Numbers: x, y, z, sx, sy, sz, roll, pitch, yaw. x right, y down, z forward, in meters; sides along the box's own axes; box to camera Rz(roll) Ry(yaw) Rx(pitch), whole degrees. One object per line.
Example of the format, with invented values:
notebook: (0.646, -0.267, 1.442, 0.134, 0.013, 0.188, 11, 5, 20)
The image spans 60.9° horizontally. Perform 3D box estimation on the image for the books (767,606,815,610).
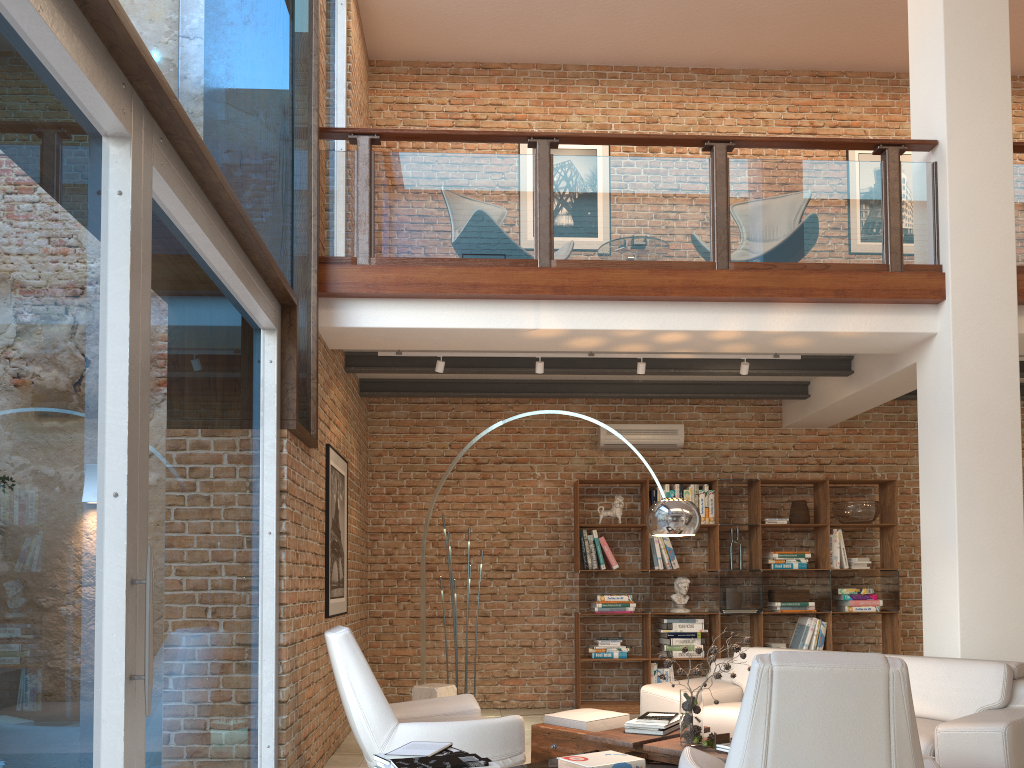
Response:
books: (2.676, 2.150, 8.376, 0.380, 0.036, 0.250, 1, -13, -7)

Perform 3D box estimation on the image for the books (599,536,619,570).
books: (0.902, 1.615, 8.313, 0.195, 0.312, 0.259, 0, -7, -3)

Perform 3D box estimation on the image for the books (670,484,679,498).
books: (1.555, 1.160, 8.335, 0.036, 0.376, 0.248, 0, -6, -3)

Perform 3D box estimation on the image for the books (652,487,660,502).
books: (1.375, 1.177, 8.345, 0.021, 0.352, 0.277, 0, -6, -3)

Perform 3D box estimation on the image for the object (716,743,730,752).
object: (1.184, 1.780, 4.248, 0.273, 0.034, 0.253, 7, -15, -30)

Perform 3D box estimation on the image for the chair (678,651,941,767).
chair: (1.083, 1.429, 3.111, 1.028, 0.996, 0.991, -2, -8, 14)

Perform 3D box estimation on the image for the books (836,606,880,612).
books: (3.322, 2.163, 8.391, 0.326, 0.054, 0.261, 0, -12, 0)

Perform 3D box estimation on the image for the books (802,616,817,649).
books: (2.801, 2.415, 8.345, 0.161, 0.365, 0.248, 0, -6, -3)

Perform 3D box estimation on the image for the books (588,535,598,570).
books: (0.754, 1.609, 8.314, 0.102, 0.327, 0.259, 0, -6, -3)

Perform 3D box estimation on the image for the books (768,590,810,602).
books: (2.651, 2.031, 8.354, 0.335, 0.116, 0.218, 0, -10, -3)

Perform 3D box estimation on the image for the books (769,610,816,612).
books: (2.690, 2.175, 8.361, 0.356, 0.020, 0.279, 1, -13, -4)

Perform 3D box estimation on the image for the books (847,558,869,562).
books: (3.326, 1.695, 8.398, 0.132, 0.033, 0.211, 2, -13, -12)

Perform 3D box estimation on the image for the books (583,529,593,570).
books: (0.703, 1.579, 8.294, 0.091, 0.377, 0.248, 0, -6, -3)

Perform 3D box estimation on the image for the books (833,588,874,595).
books: (3.285, 2.000, 8.406, 0.326, 0.054, 0.261, -2, -12, 7)

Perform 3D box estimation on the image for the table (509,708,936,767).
table: (0.682, 1.993, 4.346, 1.991, 0.420, 2.237, 11, -16, -41)

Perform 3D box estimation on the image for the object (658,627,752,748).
object: (1.050, 1.563, 4.538, 0.545, 0.595, 0.321, 4, -6, -32)

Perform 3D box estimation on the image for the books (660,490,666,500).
books: (1.415, 1.187, 8.329, 0.055, 0.323, 0.259, 0, -6, -3)

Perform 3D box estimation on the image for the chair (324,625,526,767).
chair: (-0.529, 1.823, 4.803, 0.985, 0.978, 1.047, 2, -8, -18)

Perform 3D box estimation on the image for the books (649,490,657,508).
books: (1.336, 1.191, 8.343, 0.055, 0.323, 0.259, 0, -6, -3)

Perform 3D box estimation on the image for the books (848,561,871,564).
books: (3.334, 1.722, 8.402, 0.171, 0.018, 0.242, 0, -13, 0)

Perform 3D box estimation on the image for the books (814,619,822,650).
books: (2.874, 2.430, 8.367, 0.098, 0.347, 0.277, 0, -6, -3)

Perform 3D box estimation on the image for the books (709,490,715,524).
books: (1.885, 1.195, 8.377, 0.055, 0.323, 0.259, 0, -6, -3)

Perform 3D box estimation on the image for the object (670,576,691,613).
object: (1.603, 2.005, 8.302, 0.196, 0.343, 0.197, -1, -5, 13)

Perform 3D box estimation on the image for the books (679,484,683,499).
books: (1.592, 1.163, 8.347, 0.036, 0.376, 0.248, 0, -6, -3)

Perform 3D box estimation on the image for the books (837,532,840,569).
books: (3.093, 1.608, 8.403, 0.021, 0.352, 0.277, 0, -6, -3)

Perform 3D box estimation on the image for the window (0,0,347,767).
window: (-1.324, -1.703, 1.032, 0.648, 6.250, 12.633, 0, -11, -3)

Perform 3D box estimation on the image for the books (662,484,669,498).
books: (1.461, 1.161, 8.336, 0.036, 0.376, 0.248, 0, -6, -3)

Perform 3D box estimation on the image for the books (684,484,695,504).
books: (1.705, 1.167, 8.366, 0.036, 0.376, 0.248, 0, -6, -3)

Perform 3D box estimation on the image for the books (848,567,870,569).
books: (3.333, 1.776, 8.410, 0.171, 0.018, 0.242, -1, -13, 5)

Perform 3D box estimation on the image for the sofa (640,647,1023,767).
sofa: (2.044, 2.073, 5.437, 1.155, 0.740, 2.361, 8, -15, -42)

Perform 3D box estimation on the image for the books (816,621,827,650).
books: (2.919, 2.435, 8.354, 0.116, 0.327, 0.259, 0, -6, -3)

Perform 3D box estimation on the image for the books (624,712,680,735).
books: (0.813, 1.922, 4.952, 0.251, 0.073, 0.408, -7, -14, 28)

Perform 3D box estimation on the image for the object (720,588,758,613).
object: (2.128, 2.058, 8.299, 0.335, 0.228, 0.290, 0, -9, -3)

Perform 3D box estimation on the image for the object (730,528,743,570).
object: (2.128, 1.571, 8.300, 0.121, 0.392, 0.063, 0, -3, 0)

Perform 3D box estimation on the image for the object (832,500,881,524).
object: (3.319, 1.250, 8.409, 0.443, 0.214, 0.441, -9, -14, 38)

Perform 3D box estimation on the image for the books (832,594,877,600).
books: (3.302, 2.056, 8.405, 0.326, 0.054, 0.261, 0, -12, -3)

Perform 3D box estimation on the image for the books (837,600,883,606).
books: (3.347, 2.108, 8.394, 0.326, 0.054, 0.261, 1, -12, -8)

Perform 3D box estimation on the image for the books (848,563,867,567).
books: (3.326, 1.746, 8.396, 0.132, 0.033, 0.211, -2, -13, 7)

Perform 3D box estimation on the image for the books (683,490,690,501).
books: (1.639, 1.187, 8.333, 0.055, 0.323, 0.259, 0, -6, -3)

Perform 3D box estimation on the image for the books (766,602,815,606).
books: (2.663, 2.106, 8.342, 0.380, 0.036, 0.250, 1, -13, -4)

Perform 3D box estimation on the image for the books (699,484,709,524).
books: (1.837, 1.164, 8.359, 0.036, 0.376, 0.248, 0, -6, -3)

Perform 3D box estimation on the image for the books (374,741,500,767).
books: (-0.311, 1.439, 3.318, 0.390, 0.078, 0.581, 4, -13, -18)

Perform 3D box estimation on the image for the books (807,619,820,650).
books: (2.853, 2.426, 8.357, 0.098, 0.347, 0.277, 0, -6, -3)

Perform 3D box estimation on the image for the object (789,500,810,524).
object: (2.749, 1.231, 8.338, 0.195, 0.228, 0.195, -7, -10, 44)

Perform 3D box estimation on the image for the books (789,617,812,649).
books: (2.758, 2.421, 8.366, 0.163, 0.365, 0.248, 0, -6, -3)

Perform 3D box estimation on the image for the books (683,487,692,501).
books: (1.677, 1.177, 8.350, 0.021, 0.352, 0.277, 0, -6, -3)

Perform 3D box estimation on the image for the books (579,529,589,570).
books: (0.666, 1.578, 8.284, 0.091, 0.377, 0.248, 0, -6, -3)

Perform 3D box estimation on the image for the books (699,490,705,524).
books: (1.789, 1.190, 8.350, 0.055, 0.323, 0.259, 0, -6, -3)

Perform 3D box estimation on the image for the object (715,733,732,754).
object: (1.068, 1.762, 4.269, 0.094, 0.080, 0.116, 5, -11, -30)

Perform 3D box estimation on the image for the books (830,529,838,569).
books: (3.065, 1.592, 8.392, 0.036, 0.376, 0.248, 0, -6, -3)

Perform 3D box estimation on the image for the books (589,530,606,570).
books: (0.811, 1.579, 8.286, 0.121, 0.374, 0.248, 0, -6, -3)

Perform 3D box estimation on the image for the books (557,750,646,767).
books: (0.415, 1.773, 4.064, 0.329, 0.055, 0.259, 8, -15, -32)

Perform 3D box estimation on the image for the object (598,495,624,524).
object: (0.937, 1.190, 8.258, 0.252, 0.278, 0.132, -1, -4, 5)
